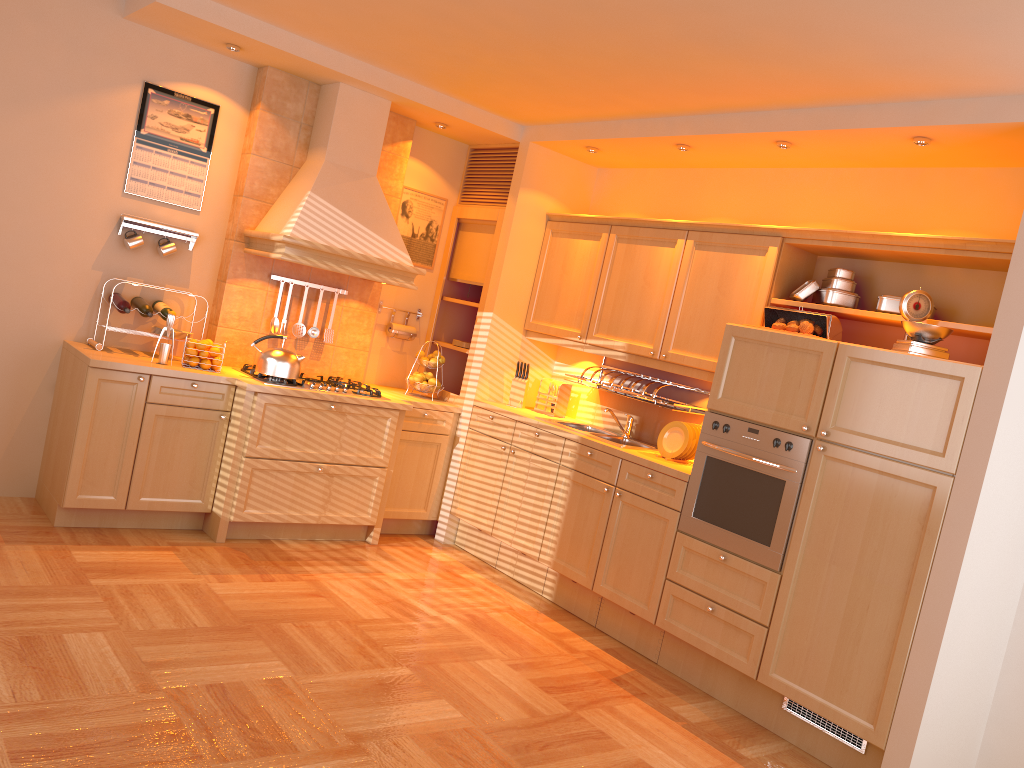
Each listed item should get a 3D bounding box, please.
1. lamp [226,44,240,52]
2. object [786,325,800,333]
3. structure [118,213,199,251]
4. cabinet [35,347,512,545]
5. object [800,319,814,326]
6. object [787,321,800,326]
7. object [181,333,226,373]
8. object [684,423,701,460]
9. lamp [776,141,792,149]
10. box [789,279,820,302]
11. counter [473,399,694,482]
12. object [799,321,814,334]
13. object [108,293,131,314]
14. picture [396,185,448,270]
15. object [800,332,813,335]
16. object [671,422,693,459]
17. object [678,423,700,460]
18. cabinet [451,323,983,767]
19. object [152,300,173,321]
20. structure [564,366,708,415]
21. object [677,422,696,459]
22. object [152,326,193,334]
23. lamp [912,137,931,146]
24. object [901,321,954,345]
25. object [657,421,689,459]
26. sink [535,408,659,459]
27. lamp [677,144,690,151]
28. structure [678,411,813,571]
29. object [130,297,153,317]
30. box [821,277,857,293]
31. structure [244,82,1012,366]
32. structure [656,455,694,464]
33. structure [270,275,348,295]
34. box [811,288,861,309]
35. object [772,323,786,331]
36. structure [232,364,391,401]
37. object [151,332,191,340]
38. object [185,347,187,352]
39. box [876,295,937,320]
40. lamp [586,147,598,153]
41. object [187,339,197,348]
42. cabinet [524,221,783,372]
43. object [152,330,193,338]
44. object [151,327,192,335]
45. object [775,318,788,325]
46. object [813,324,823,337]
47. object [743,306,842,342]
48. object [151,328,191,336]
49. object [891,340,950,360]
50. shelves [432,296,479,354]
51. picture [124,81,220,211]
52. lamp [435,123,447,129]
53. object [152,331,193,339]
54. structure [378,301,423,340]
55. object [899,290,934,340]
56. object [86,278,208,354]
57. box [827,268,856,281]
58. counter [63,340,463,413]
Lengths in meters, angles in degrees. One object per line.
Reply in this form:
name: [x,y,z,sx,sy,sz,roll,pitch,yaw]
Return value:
lamp: [-1.485,-1.789,4.723,0.070,0.021,0.070,15,5,34]
object: [1.283,-0.254,4.044,0.062,0.036,0.065,10,4,-26]
structure: [-1.958,-0.840,4.922,0.405,0.118,0.069,9,5,-39]
cabinet: [-1.066,0.492,5.245,2.850,0.840,1.141,9,5,-39]
object: [1.352,-0.278,4.069,0.061,0.047,0.063,13,4,9]
object: [1.303,-0.264,4.099,0.065,0.056,0.056,15,5,35]
object: [-1.680,-0.172,4.834,0.207,0.174,0.189,11,4,-24]
object: [0.933,0.307,4.709,0.049,0.200,0.205,9,5,-37]
lamp: [1.304,-1.145,4.255,0.070,0.021,0.070,13,4,12]
box: [1.426,-0.452,4.319,0.117,0.129,0.098,12,4,-3]
counter: [0.530,0.318,5.117,0.600,0.038,1.800,9,5,-39]
object: [1.331,-0.252,4.010,0.066,0.064,0.045,13,4,12]
object: [-2.091,-0.429,4.751,0.076,0.095,0.282,9,5,-39]
picture: [-0.630,-1.043,5.946,0.366,0.491,0.007,9,5,-39]
object: [1.341,-0.242,4.049,0.062,0.036,0.065,9,5,-36]
object: [0.866,0.296,4.660,0.049,0.200,0.205,9,5,-37]
object: [0.911,0.303,4.693,0.049,0.200,0.205,9,5,-37]
cabinet: [0.863,0.515,4.650,0.625,1.700,3.000,9,5,-39]
object: [-1.913,-0.400,4.896,0.076,0.095,0.282,9,5,-39]
structure: [0.716,0.014,5.188,0.300,0.126,0.900,9,5,-39]
object: [0.888,0.299,4.676,0.049,0.200,0.205,9,5,-37]
object: [-1.888,-0.295,4.937,0.172,0.011,0.163,14,4,20]
lamp: [1.719,-1.016,3.722,0.070,0.021,0.070,13,4,12]
object: [1.668,-0.198,3.583,0.199,0.075,0.199,14,4,20]
object: [0.844,0.292,4.643,0.049,0.200,0.205,9,5,-37]
sink: [0.531,0.305,5.115,0.465,0.336,0.746,9,5,-39]
lamp: [0.918,-1.265,4.754,0.070,0.021,0.070,12,4,0]
structure: [1.019,0.464,3.996,0.066,0.583,0.576,9,5,-39]
object: [-2.002,-0.415,4.824,0.076,0.095,0.282,9,5,-39]
box: [1.570,-0.468,4.268,0.124,0.066,0.177,12,4,-3]
structure: [0.460,-0.766,4.466,4.091,1.148,1.061,14,4,25]
structure: [0.865,0.398,4.678,0.219,0.010,0.084,9,5,-36]
structure: [-1.220,-0.599,5.364,0.506,0.024,0.009,9,5,-39]
box: [1.555,-0.401,4.272,0.169,0.090,0.242,12,4,-3]
object: [1.241,-0.266,4.106,0.069,0.034,0.066,11,4,-21]
structure: [-1.165,-0.019,5.188,0.797,0.051,0.494,9,5,-39]
object: [-1.895,-0.263,4.939,0.172,0.011,0.163,14,4,20]
object: [-1.764,-0.187,4.859,0.053,0.055,0.060,10,5,-36]
box: [1.770,-0.334,3.986,0.242,0.090,0.169,15,5,32]
lamp: [0.481,-1.400,5.309,0.070,0.021,0.070,13,4,12]
object: [-1.719,-0.213,4.769,0.057,0.060,0.052,12,4,-1]
cabinet: [0.819,-0.516,5.141,0.332,0.712,1.792,9,5,-39]
object: [-1.892,-0.276,4.938,0.172,0.011,0.163,14,4,20]
object: [-1.890,-0.289,4.937,0.172,0.011,0.163,14,4,20]
object: [1.269,-0.281,4.191,0.069,0.064,0.055,10,5,-34]
object: [1.397,-0.244,4.068,0.066,0.058,0.065,16,5,43]
object: [1.327,-0.281,4.118,0.280,0.123,0.400,9,5,-38]
object: [-1.891,-0.282,4.938,0.172,0.011,0.163,14,4,20]
object: [1.654,-0.135,3.587,0.179,0.053,0.156,12,4,-5]
shelves: [-0.190,-0.182,6.113,0.582,0.702,0.600,9,5,-39]
picture: [-1.876,-1.308,4.912,0.417,0.605,0.009,9,5,-39]
lamp: [-0.446,-1.621,5.571,0.070,0.021,0.070,15,5,34]
object: [-1.894,-0.270,4.939,0.172,0.011,0.163,14,4,20]
structure: [-0.735,-0.412,5.939,0.320,0.220,0.126,9,5,-39]
object: [1.671,-0.258,3.701,0.134,0.271,0.039,12,4,-5]
object: [-1.977,-0.345,4.869,0.572,0.379,0.221,9,5,-39]
box: [1.582,-0.522,4.264,0.098,0.052,0.140,12,4,-3]
counter: [-1.315,-0.008,5.171,2.250,0.038,0.770,9,5,-39]
